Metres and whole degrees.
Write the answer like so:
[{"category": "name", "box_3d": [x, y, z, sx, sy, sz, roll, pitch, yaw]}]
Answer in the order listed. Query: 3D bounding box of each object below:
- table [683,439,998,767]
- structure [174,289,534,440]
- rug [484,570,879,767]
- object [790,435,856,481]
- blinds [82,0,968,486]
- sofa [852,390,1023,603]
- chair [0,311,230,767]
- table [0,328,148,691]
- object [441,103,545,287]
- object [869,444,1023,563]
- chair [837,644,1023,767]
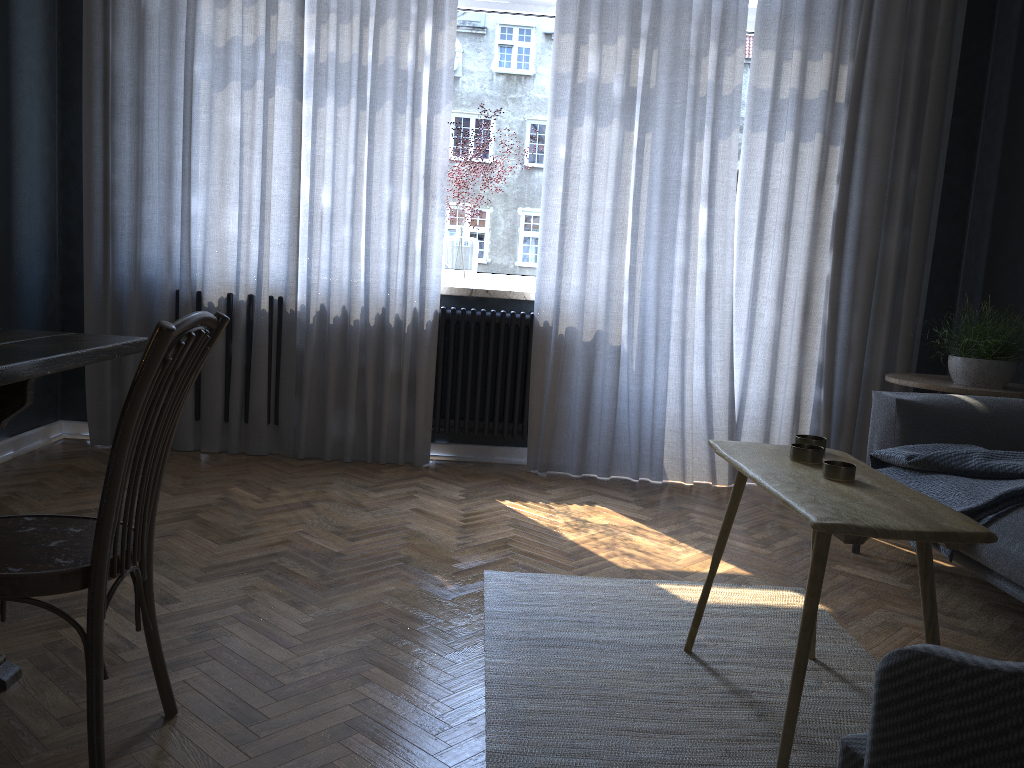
[{"category": "table", "box_3d": [0.631, 0.461, 1.875, 0.339, 0.551, 0.786, 4, 7, -3]}, {"category": "structure", "box_3d": [-0.686, -0.093, 4.210, 1.846, 0.602, 0.215, 4, 8, -3]}, {"category": "rug", "box_3d": [0.447, 0.738, 1.772, 1.003, 0.013, 2.007, 4, 7, -3]}, {"category": "object", "box_3d": [0.673, 0.159, 1.970, 0.103, 0.033, 0.368, 5, 7, 8]}, {"category": "blinds", "box_3d": [0.071, -0.988, 4.047, 3.993, 2.795, 0.311, 4, 8, -3]}, {"category": "sofa", "box_3d": [1.731, 0.378, 2.114, 0.970, 0.800, 2.335, 3, 7, -3]}, {"category": "chair", "box_3d": [-0.777, 0.269, 1.541, 0.467, 0.821, 0.362, 3, 8, -3]}, {"category": "table", "box_3d": [-1.356, 0.322, 1.185, 1.126, 0.729, 1.601, 4, 7, -2]}, {"category": "object", "box_3d": [-0.191, -0.859, 4.146, 0.514, 0.811, 0.598, 0, 9, -28]}, {"category": "object", "box_3d": [1.403, 0.310, 2.674, 0.490, 0.330, 0.665, 4, 7, 2]}, {"category": "chair", "box_3d": [0.730, 0.449, 0.938, 0.645, 0.813, 0.493, 0, 8, -24]}]
